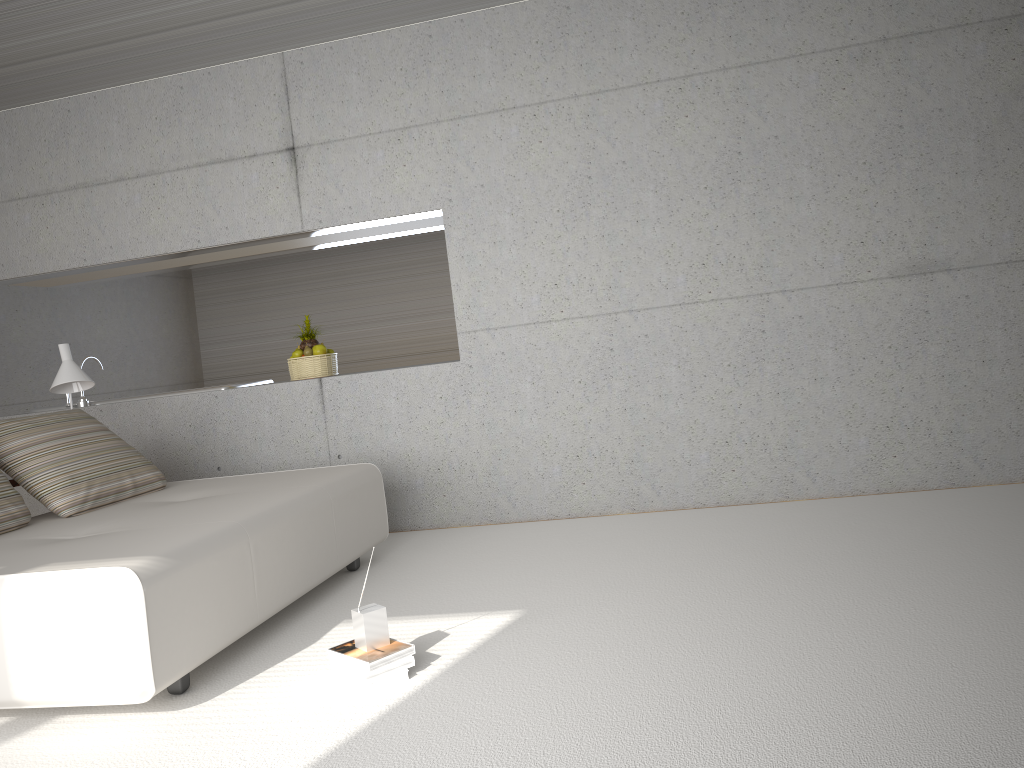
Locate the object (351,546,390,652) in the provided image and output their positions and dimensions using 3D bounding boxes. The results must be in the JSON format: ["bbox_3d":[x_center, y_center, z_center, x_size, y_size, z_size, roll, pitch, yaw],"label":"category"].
[{"bbox_3d":[-0.479,0.728,3.047,0.090,0.367,0.184,-6,-2,-36],"label":"object"}]

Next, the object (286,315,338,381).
[{"bbox_3d":[-1.393,-0.261,6.116,0.333,0.443,0.368,-7,0,-2],"label":"object"}]

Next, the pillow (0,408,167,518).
[{"bbox_3d":[-2.294,0.394,4.619,0.576,0.518,0.809,-7,1,14],"label":"pillow"}]

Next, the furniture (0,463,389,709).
[{"bbox_3d":[-1.707,0.854,4.041,1.608,0.523,2.174,-7,2,13],"label":"furniture"}]

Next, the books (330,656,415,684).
[{"bbox_3d":[-0.487,0.961,3.061,0.190,0.032,0.263,-9,3,-38],"label":"books"}]

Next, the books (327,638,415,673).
[{"bbox_3d":[-0.491,0.929,3.069,0.190,0.032,0.263,-9,3,-43],"label":"books"}]

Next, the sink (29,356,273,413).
[{"bbox_3d":[-2.652,0.025,6.414,1.698,0.541,0.768,-7,1,13],"label":"sink"}]

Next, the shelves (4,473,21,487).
[{"bbox_3d":[-2.678,0.865,4.275,0.399,0.716,2.256,-7,2,13],"label":"shelves"}]

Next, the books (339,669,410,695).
[{"bbox_3d":[-0.483,0.993,3.060,0.189,0.032,0.264,-8,3,-23],"label":"books"}]

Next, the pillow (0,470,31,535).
[{"bbox_3d":[-2.539,0.411,3.798,0.489,0.611,0.802,-7,1,12],"label":"pillow"}]

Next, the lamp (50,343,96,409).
[{"bbox_3d":[-2.582,0.097,5.247,0.244,0.701,0.322,-7,-1,-6],"label":"lamp"}]
